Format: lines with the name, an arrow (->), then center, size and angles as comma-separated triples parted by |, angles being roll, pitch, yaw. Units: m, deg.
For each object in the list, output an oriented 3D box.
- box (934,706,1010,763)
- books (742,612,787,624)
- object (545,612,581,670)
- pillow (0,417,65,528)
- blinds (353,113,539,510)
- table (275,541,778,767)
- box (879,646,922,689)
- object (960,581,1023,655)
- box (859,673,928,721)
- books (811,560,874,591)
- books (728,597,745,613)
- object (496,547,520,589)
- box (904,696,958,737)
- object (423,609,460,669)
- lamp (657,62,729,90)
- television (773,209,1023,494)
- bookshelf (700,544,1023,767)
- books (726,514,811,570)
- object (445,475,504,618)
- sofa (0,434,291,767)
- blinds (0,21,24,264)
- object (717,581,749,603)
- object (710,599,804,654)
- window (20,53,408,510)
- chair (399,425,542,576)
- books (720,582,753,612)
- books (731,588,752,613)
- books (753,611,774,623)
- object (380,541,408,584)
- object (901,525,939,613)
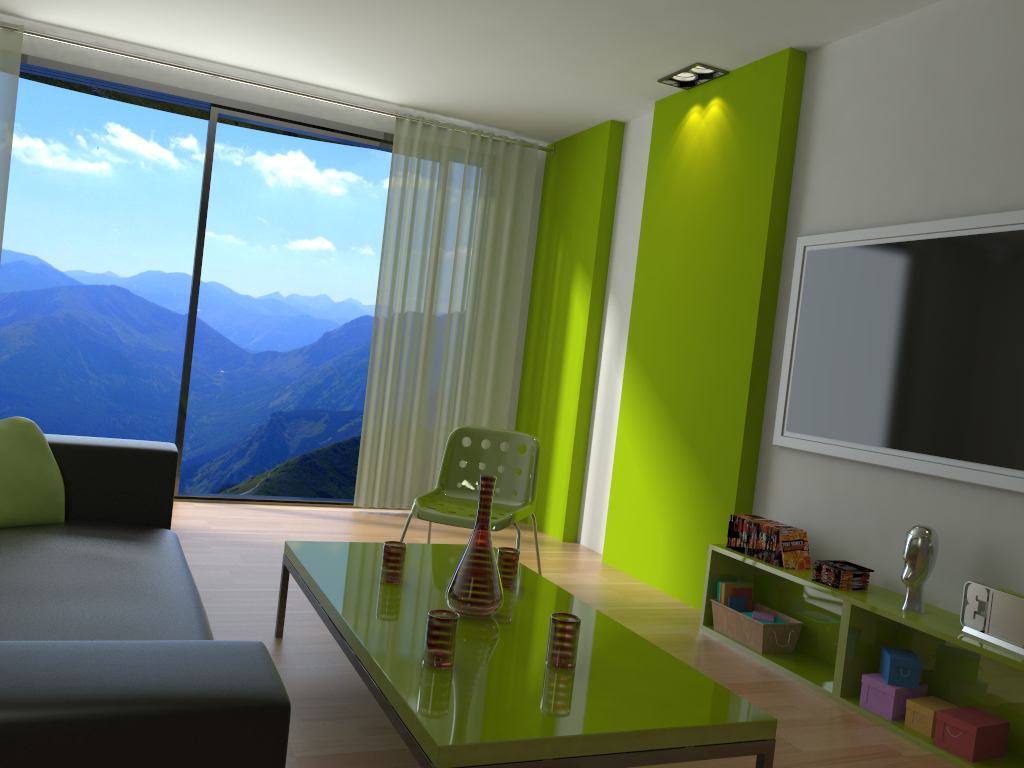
box -> 1.448, 1.105, 2.796 | 0.202, 0.116, 0.135 | 6, 2, -29
books -> 1.059, 0.992, 3.696 | 0.143, 0.025, 0.182 | 6, 1, -24
object -> 0.126, 0.636, 2.190 | 0.075, 0.122, 0.076 | 7, 2, 31
pillow -> -1.672, 0.295, 2.843 | 0.269, 0.362, 0.399 | 7, 1, 24
blinds -> -0.431, -0.430, 5.940 | 1.012, 2.568, 0.067 | 6, 1, -24
table -> -0.129, 0.831, 2.593 | 0.810, 0.349, 1.682 | 6, 1, -24
box -> 1.343, 0.981, 3.072 | 0.102, 0.093, 0.138 | 7, 1, 11
object -> 1.529, 0.727, 2.725 | 0.047, 0.176, 0.340 | 6, 1, -19
box -> 1.323, 1.084, 3.079 | 0.202, 0.116, 0.135 | 6, 2, -29
books -> 1.245, 0.722, 3.359 | 0.164, 0.078, 0.172 | 6, 1, -26
books -> 0.969, 0.998, 3.834 | 0.086, 0.148, 0.025 | 6, 1, -24
object -> -0.017, 0.603, 2.903 | 0.076, 0.122, 0.075 | 7, 1, 10
box -> 1.395, 1.107, 2.946 | 0.169, 0.093, 0.102 | 6, 2, -29
object -> -0.168, 0.605, 2.099 | 0.076, 0.122, 0.075 | 7, 1, 10
lamp -> 0.928, -1.630, 4.533 | 0.192, 0.131, 0.352 | 6, 1, -24
television -> 1.542, -0.140, 3.273 | 0.028, 0.941, 1.537 | 6, 1, -24
bookshelf -> 1.319, 0.962, 3.238 | 0.306, 0.378, 1.630 | 6, 1, -24
books -> 1.084, 0.662, 3.731 | 0.147, 0.150, 0.370 | 6, 1, -24
object -> -0.091, 0.461, 2.535 | 0.168, 0.400, 0.168 | 5, 2, -38
sofa -> -1.258, 0.571, 2.092 | 1.061, 0.639, 2.583 | 6, 1, -24
blinds -> -3.263, -0.721, 4.663 | 1.012, 2.568, 0.067 | 6, 1, -24
object -> 0.970, 0.970, 3.899 | 0.158, 0.200, 0.040 | 6, 1, -24
object -> 1.026, 1.024, 3.756 | 0.213, 0.129, 0.367 | 6, 1, -24
window -> -1.775, -0.491, 5.585 | 3.336, 2.498, 0.219 | 6, 1, -24
chair -> -0.169, 0.587, 3.965 | 0.640, 0.759, 0.546 | 7, 1, 14
books -> 0.980, 0.971, 3.877 | 0.158, 0.202, 0.051 | 6, 1, -24
books -> 0.998, 0.983, 3.861 | 0.105, 0.182, 0.031 | 6, 1, -24
books -> 1.052, 0.974, 3.712 | 0.087, 0.008, 0.110 | 7, 1, 16
object -> -0.374, 0.565, 2.802 | 0.076, 0.122, 0.075 | 7, 1, 10
object -> 1.411, 0.642, 3.077 | 0.107, 0.305, 0.107 | 7, 2, 32
